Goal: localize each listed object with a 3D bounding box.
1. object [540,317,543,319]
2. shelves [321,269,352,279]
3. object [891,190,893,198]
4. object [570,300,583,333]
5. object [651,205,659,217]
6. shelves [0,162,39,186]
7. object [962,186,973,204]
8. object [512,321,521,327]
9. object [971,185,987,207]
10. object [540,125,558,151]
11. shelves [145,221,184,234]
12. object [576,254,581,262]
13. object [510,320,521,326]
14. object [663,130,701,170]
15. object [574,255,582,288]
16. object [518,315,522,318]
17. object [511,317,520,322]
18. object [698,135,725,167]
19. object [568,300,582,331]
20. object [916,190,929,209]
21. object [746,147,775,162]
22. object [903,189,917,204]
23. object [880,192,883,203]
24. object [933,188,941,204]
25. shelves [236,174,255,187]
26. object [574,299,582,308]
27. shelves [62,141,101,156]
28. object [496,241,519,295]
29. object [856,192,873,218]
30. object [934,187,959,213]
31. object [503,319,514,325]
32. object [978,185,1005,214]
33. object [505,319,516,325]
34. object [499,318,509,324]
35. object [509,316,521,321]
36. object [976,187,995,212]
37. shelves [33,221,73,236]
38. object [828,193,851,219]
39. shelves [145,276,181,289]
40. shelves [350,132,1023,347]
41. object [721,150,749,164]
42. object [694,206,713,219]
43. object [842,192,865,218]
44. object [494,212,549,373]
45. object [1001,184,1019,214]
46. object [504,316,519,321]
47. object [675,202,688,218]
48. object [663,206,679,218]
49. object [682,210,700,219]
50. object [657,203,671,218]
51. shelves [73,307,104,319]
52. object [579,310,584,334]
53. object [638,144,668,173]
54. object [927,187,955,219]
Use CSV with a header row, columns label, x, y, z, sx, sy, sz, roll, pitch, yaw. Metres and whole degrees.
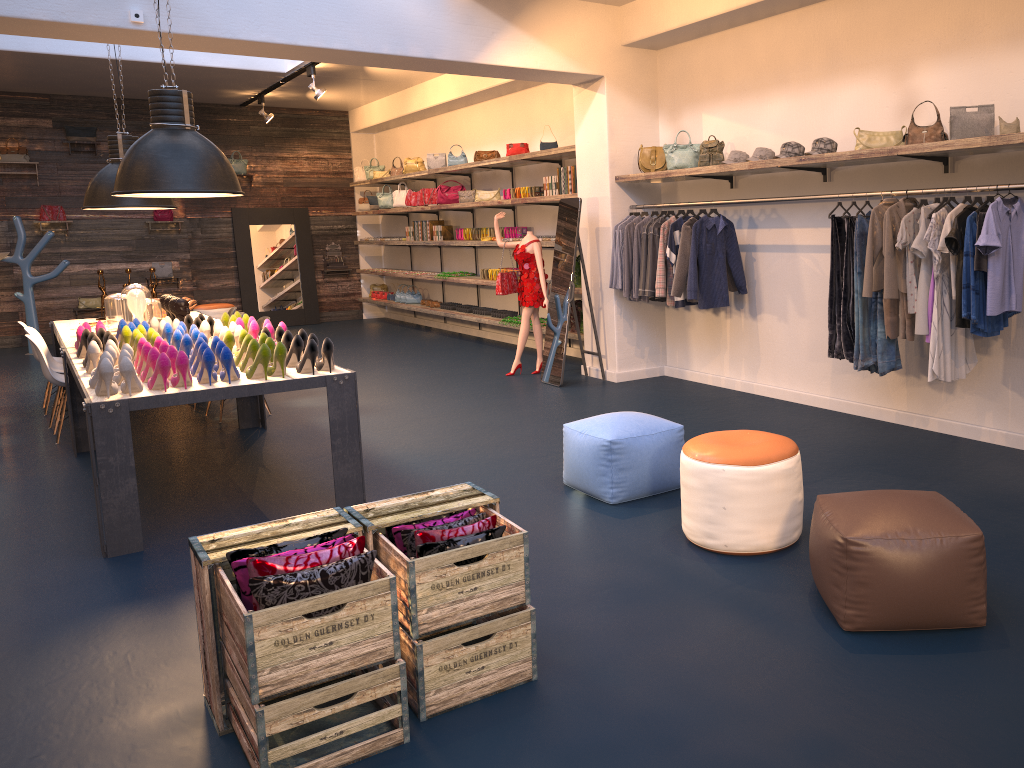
label,x,y,z,sx,sy,sz,roll,pitch,yaw
object,0.312,-0.778,10.356,0.078,0.067,0.257,5,12,37
shelves,-2.947,-1.844,14.592,0.488,0.156,0.227,-8,11,-32
object,2.537,-1.202,5.792,0.438,0.177,0.016,-7,8,-31
object,0.754,-0.735,9.283,0.371,0.353,0.150,-7,9,-32
object,1.308,-1.538,7.940,0.466,0.218,0.009,-8,8,-33
shelves,-6.829,-2.883,11.932,0.604,0.314,0.227,-8,10,-32
object,2.798,-1.117,5.334,0.420,0.196,0.008,-8,8,-32
object,0.096,-0.712,10.172,0.254,0.057,0.077,-9,11,-36
object,2.832,-1.097,5.281,0.466,0.218,0.009,-7,8,-31
object,0.395,-2.651,9.366,0.202,0.277,0.058,-2,7,-3
shelves,-5.224,-2.353,13.062,0.535,0.183,0.187,-8,10,-32
object,0.639,-1.270,9.457,0.398,0.387,0.169,-5,8,-19
object,0.066,-0.726,10.253,0.254,0.057,0.077,-9,11,-36
object,1.531,-2.087,7.774,0.365,0.364,0.178,-2,7,3
object,0.767,-1.198,9.137,0.371,0.353,0.150,-7,9,-32
object,0.149,-0.815,10.584,0.237,0.053,0.085,-2,9,-2
object,0.091,-0.767,10.319,0.253,0.063,0.080,-6,10,-26
object,1.692,-1.988,7.452,0.256,0.282,0.358,-4,9,-12
object,0.693,-0.755,9.459,0.402,0.336,0.203,-6,9,-25
object,2.652,-1.149,5.596,0.466,0.218,0.009,-8,8,-33
object,1.968,-1.815,6.884,0.237,0.124,0.188,-1,9,4
object,2.591,-1.184,5.688,0.438,0.177,0.016,-7,8,-31
object,2.501,-1.214,5.857,0.252,0.176,0.013,-8,8,-33
object,2.697,-1.145,5.508,0.326,0.196,0.011,-8,8,-33
shelves,-4.284,-3.187,13.592,0.488,0.176,0.227,-8,11,-32
object,0.626,-0.806,9.603,0.398,0.387,0.169,-5,8,-19
shelves,-6.118,-3.356,12.365,0.488,0.177,0.227,-8,11,-32
object,-0.051,-1.200,8.947,0.083,0.549,0.345,2,9,36
object,2.442,-1.231,5.961,0.252,0.176,0.013,-8,8,-33
object,2.750,-1.142,5.424,0.391,0.176,0.013,-8,9,-33
object,-0.017,-0.750,10.399,0.254,0.057,0.077,-9,11,-36
object,2.891,-1.097,5.168,0.438,0.177,0.016,-8,8,-32
object,0.013,-0.736,10.318,0.254,0.057,0.077,-9,11,-36
object,-0.067,-0.761,10.470,0.254,0.057,0.077,-9,11,-36
object,0.075,-0.780,10.403,0.253,0.067,0.078,-6,10,-26
object,2.870,-1.087,5.215,0.466,0.218,0.009,-8,8,-32
shelves,-6.456,-2.190,12.235,0.488,0.209,0.227,-8,10,-32
object,2.327,-1.264,6.162,0.252,0.176,0.013,-8,8,-33
shelves,-5.250,-1.517,13.090,0.488,0.182,0.227,-8,11,-32
shelves,-2.250,-0.681,5.744,9.345,2.210,15.640,-7,12,-30
object,1.830,-1.855,7.124,0.237,0.124,0.188,-1,9,4
object,1.625,-1.447,7.396,0.466,0.218,0.009,-8,8,-33
object,2.387,-1.247,6.057,0.252,0.176,0.013,-8,8,-33
object,0.177,-0.924,8.833,0.691,1.653,0.374,3,9,36
object,2.927,-1.088,5.108,0.438,0.177,0.016,-8,8,-32
object,0.007,-0.790,10.464,0.254,0.063,0.078,-7,10,-28
object,1.492,-1.490,7.647,0.466,0.218,0.009,-8,8,-33
object,1.417,-1.506,7.748,0.466,0.218,0.009,-8,8,-33
object,1.549,-1.474,7.549,0.466,0.218,0.009,-8,8,-33
object,1.372,-1.519,7.827,0.466,0.218,0.009,-8,8,-33
shelves,-6.073,-1.023,12.583,0.488,0.156,0.227,-8,11,-32
object,0.855,-0.709,9.176,0.403,0.336,0.203,-6,9,-25
object,1.326,-2.078,8.031,0.324,0.282,0.202,-2,8,-4
object,2.729,-1.138,5.463,0.391,0.196,0.013,-8,8,-33
